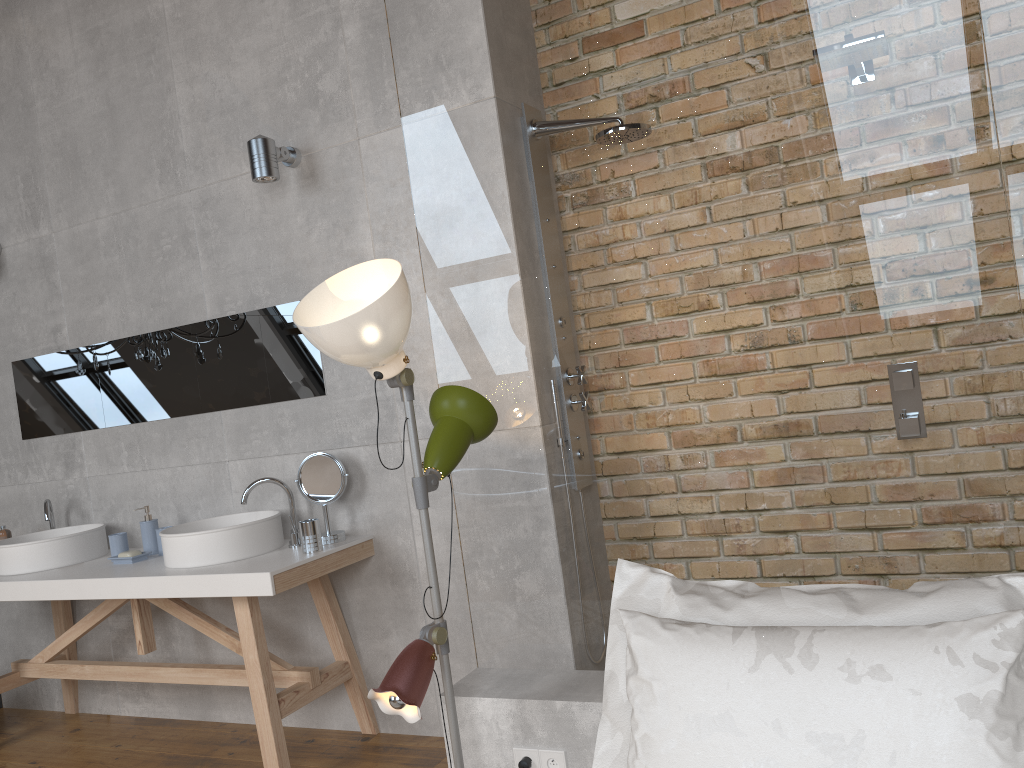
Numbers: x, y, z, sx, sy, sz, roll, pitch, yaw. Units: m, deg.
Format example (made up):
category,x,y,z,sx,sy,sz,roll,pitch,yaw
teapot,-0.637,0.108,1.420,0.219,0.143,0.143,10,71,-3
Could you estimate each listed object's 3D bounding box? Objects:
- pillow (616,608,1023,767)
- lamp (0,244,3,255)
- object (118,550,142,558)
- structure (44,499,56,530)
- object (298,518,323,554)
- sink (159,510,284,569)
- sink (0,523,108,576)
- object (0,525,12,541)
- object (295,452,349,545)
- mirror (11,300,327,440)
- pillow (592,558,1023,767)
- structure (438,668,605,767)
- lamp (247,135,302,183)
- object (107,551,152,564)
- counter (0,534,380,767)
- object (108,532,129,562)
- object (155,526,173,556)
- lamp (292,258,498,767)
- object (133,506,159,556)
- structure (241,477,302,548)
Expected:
category,x,y,z,sx,sy,sz,roll,pitch,yaw
pillow,0.528,0.616,1.562,0.744,0.397,0.276,-8,0,27
lamp,-2.508,-0.612,4.150,0.101,0.168,0.243,-8,0,27
object,-1.523,0.681,3.534,0.084,0.035,0.067,-8,0,29
structure,-2.099,0.654,4.014,0.242,0.268,0.141,-8,0,32
object,-0.715,0.540,3.153,0.073,0.111,0.073,-8,0,19
sink,-1.094,0.585,3.362,0.442,0.128,0.445,-8,0,-9
sink,-1.981,0.708,3.814,0.445,0.128,0.442,-8,0,9
object,-2.310,0.732,4.046,0.058,0.172,0.058,-8,0,12
object,-0.703,0.424,3.319,0.192,0.338,0.118,-8,0,-17
mirror,-1.553,-0.032,3.827,1.838,0.377,0.007,-8,0,27
pillow,0.964,0.562,1.528,1.746,0.517,0.358,-8,0,26
structure,1.139,0.863,1.726,2.820,0.494,0.206,-8,0,27
lamp,-0.883,-0.838,3.322,0.101,0.168,0.243,-8,0,27
object,-1.521,0.695,3.535,0.147,0.031,0.100,-8,0,29
counter,-1.475,1.089,3.589,2.011,0.765,0.630,-8,0,27
object,-1.607,0.667,3.630,0.075,0.108,0.075,-8,0,-28
object,-1.409,0.639,3.616,0.075,0.108,0.075,-8,0,-43
lamp,-0.193,0.499,2.081,0.270,1.582,0.561,-8,0,24
object,-1.500,0.605,3.672,0.076,0.201,0.076,-8,0,20
structure,-0.894,0.486,3.400,0.242,0.268,0.141,-8,0,22
